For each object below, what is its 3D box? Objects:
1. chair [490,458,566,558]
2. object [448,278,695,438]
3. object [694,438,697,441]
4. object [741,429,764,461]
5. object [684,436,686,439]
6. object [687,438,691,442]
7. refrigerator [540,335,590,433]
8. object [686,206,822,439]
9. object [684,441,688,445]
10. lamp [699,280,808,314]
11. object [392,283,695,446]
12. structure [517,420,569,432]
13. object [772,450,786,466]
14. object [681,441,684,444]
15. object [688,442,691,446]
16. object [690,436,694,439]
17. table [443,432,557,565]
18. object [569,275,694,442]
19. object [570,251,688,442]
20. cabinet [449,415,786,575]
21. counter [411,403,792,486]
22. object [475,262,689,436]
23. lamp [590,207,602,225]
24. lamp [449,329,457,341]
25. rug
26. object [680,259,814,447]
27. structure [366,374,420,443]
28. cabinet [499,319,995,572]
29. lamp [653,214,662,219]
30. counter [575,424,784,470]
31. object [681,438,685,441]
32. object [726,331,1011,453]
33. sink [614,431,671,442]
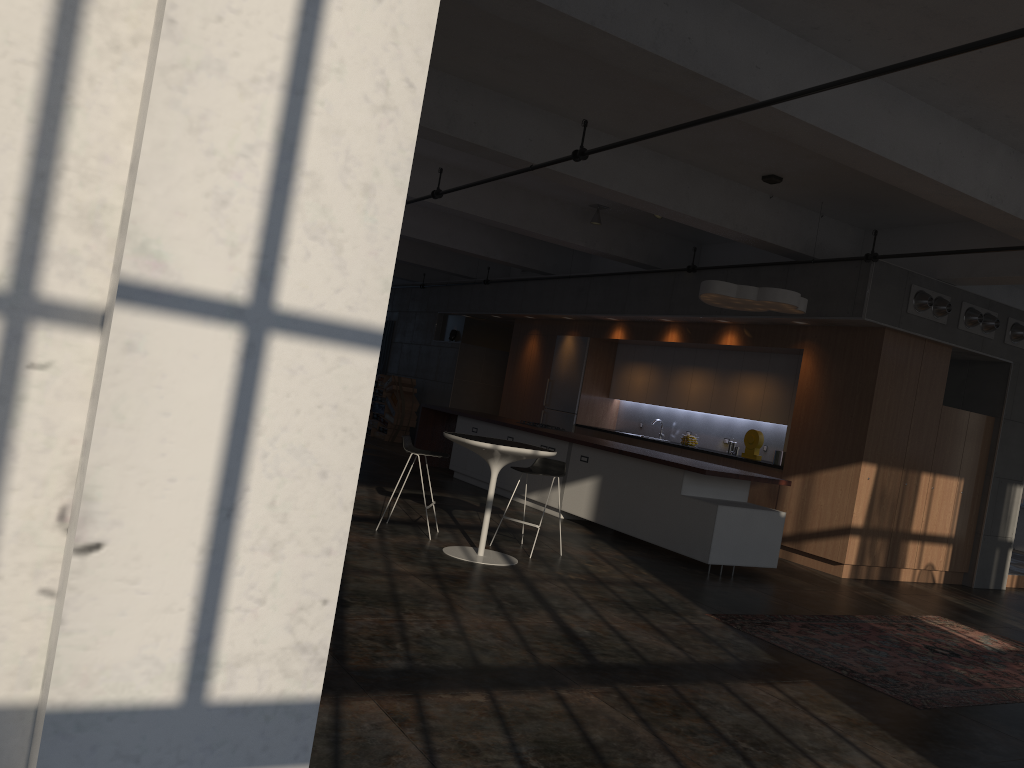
[{"bbox_3d":[0.187,1.102,7.840,0.454,0.895,0.516,10,0,37],"label":"chair"},{"bbox_3d":[2.551,0.766,12.495,0.062,0.053,0.052,10,0,17],"label":"object"},{"bbox_3d":[2.565,0.780,12.440,0.052,0.052,0.062,10,0,18],"label":"object"},{"bbox_3d":[3.074,0.770,11.289,0.101,0.381,0.269,10,0,-30],"label":"object"},{"bbox_3d":[0.570,-0.618,15.032,0.054,2.169,6.717,10,0,-38],"label":"object"},{"bbox_3d":[1.107,-0.490,17.949,0.063,2.210,11.664,10,0,-16],"label":"object"},{"bbox_3d":[0.862,0.307,14.558,0.224,2.191,0.936,10,0,-33],"label":"refrigerator"},{"bbox_3d":[2.463,0.742,12.386,0.058,0.060,0.052,10,0,-8],"label":"object"},{"bbox_3d":[2.438,0.832,12.411,0.062,0.053,0.052,10,0,-43],"label":"object"},{"bbox_3d":[2.469,-0.867,9.081,1.067,0.130,1.019,10,-1,16],"label":"lamp"},{"bbox_3d":[2.527,0.847,12.416,0.072,0.063,0.065,10,0,25],"label":"object"},{"bbox_3d":[0.410,0.590,12.212,0.522,0.072,0.627,10,-1,-30],"label":"structure"},{"bbox_3d":[3.249,0.895,10.679,0.188,0.170,0.193,10,0,18],"label":"object"},{"bbox_3d":[2.852,-0.256,11.061,0.058,2.309,2.891,10,0,-11],"label":"object"},{"bbox_3d":[2.482,0.833,12.375,0.051,0.057,0.060,10,0,6],"label":"object"},{"bbox_3d":[2.516,0.747,12.386,0.064,0.051,0.052,10,0,-38],"label":"object"},{"bbox_3d":[-0.179,0.943,7.236,0.845,0.951,0.812,10,0,-30],"label":"table"},{"bbox_3d":[2.522,0.794,12.403,0.053,0.053,0.061,10,0,-24],"label":"object"},{"bbox_3d":[2.471,0.782,12.421,0.050,0.053,0.064,10,0,8],"label":"object"},{"bbox_3d":[0.878,1.183,10.785,0.941,0.930,5.534,10,-1,-30],"label":"cabinet"},{"bbox_3d":[0.597,1.110,11.310,1.165,0.971,6.522,10,-1,-30],"label":"counter"},{"bbox_3d":[2.492,0.743,12.519,0.059,0.060,0.051,10,0,4],"label":"object"},{"bbox_3d":[1.121,-2.217,11.655,0.155,0.216,0.156,10,0,7],"label":"lamp"},{"bbox_3d":[-1.156,-0.946,17.471,0.167,0.258,0.216,10,0,41],"label":"lamp"},{"bbox_3d":[3.071,1.956,6.492,2.943,0.029,1.817,10,-1,-31],"label":"rug"},{"bbox_3d":[0.710,1.068,18.634,0.963,1.214,12.993,10,-1,-19],"label":"object"},{"bbox_3d":[-2.540,0.464,18.178,0.651,1.315,1.875,10,0,-30],"label":"structure"},{"bbox_3d":[2.816,0.532,13.477,2.427,2.562,7.943,10,0,-30],"label":"cabinet"},{"bbox_3d":[1.745,-2.066,10.335,0.129,0.287,0.227,10,0,43],"label":"lamp"},{"bbox_3d":[2.778,0.940,12.645,1.640,0.039,4.370,10,-1,-30],"label":"counter"},{"bbox_3d":[1.661,-0.449,13.118,2.362,2.228,0.054,10,0,35],"label":"object"},{"bbox_3d":[2.981,0.841,11.964,0.061,0.209,0.141,10,0,-30],"label":"object"},{"bbox_3d":[1.922,0.871,13.171,0.533,0.192,0.715,10,-1,-30],"label":"sink"}]
